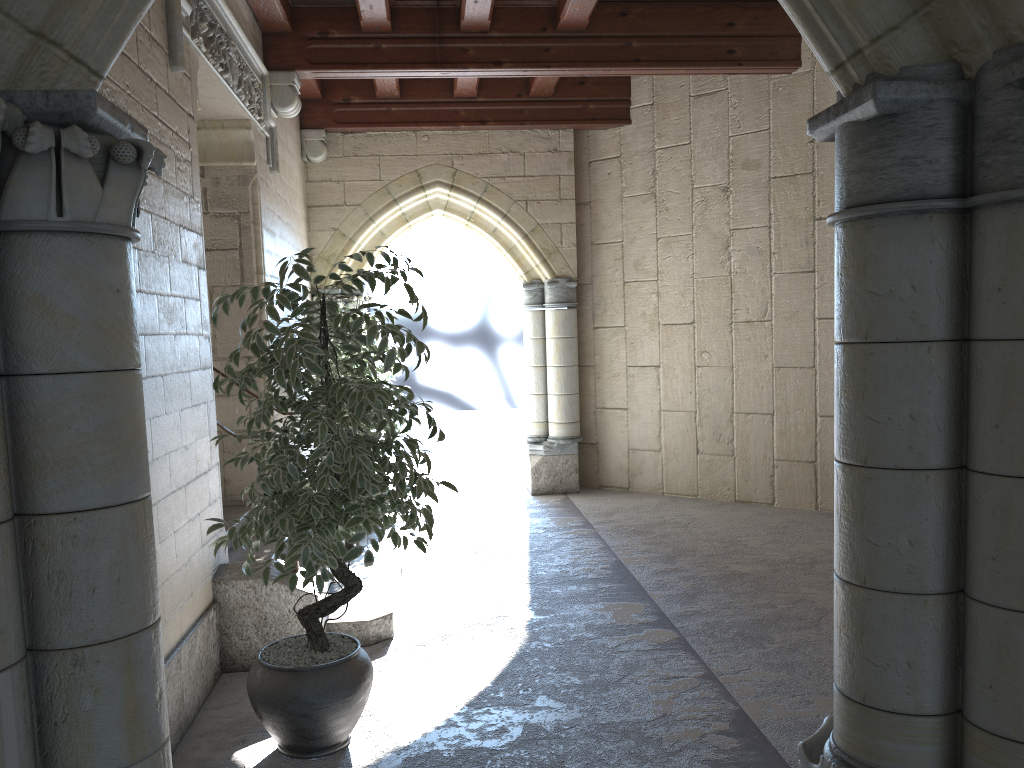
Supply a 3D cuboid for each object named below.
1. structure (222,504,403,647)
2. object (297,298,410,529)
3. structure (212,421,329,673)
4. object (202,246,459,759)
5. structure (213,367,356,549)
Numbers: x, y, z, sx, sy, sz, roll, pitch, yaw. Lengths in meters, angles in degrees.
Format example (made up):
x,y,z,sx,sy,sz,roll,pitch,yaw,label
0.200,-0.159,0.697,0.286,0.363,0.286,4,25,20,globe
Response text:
x,y,z,sx,sy,sz,roll,pitch,yaw,label
-1.877,0.747,4.423,2.572,0.813,1.456,-2,4,-5,structure
-1.098,0.211,6.216,0.786,1.625,0.748,-3,5,-9,object
-1.262,0.533,3.759,0.888,1.267,0.474,-2,6,-5,structure
-0.590,0.377,2.915,0.786,1.625,0.748,1,6,26,object
-1.391,0.459,5.156,0.888,1.267,0.471,-2,6,-5,structure
